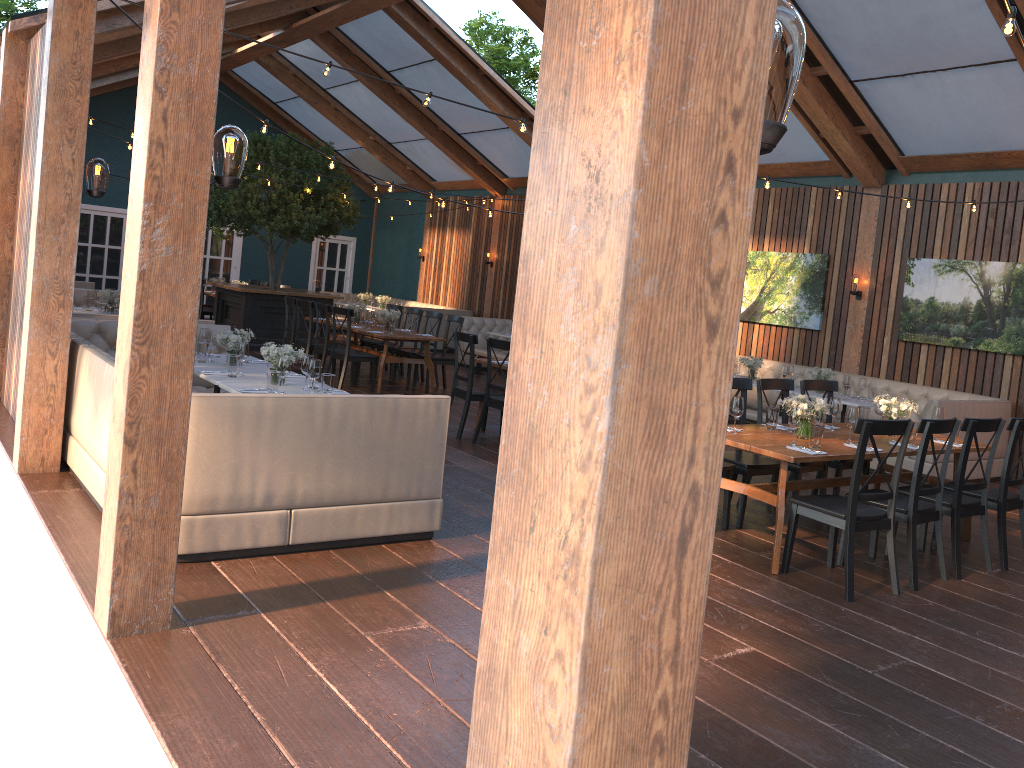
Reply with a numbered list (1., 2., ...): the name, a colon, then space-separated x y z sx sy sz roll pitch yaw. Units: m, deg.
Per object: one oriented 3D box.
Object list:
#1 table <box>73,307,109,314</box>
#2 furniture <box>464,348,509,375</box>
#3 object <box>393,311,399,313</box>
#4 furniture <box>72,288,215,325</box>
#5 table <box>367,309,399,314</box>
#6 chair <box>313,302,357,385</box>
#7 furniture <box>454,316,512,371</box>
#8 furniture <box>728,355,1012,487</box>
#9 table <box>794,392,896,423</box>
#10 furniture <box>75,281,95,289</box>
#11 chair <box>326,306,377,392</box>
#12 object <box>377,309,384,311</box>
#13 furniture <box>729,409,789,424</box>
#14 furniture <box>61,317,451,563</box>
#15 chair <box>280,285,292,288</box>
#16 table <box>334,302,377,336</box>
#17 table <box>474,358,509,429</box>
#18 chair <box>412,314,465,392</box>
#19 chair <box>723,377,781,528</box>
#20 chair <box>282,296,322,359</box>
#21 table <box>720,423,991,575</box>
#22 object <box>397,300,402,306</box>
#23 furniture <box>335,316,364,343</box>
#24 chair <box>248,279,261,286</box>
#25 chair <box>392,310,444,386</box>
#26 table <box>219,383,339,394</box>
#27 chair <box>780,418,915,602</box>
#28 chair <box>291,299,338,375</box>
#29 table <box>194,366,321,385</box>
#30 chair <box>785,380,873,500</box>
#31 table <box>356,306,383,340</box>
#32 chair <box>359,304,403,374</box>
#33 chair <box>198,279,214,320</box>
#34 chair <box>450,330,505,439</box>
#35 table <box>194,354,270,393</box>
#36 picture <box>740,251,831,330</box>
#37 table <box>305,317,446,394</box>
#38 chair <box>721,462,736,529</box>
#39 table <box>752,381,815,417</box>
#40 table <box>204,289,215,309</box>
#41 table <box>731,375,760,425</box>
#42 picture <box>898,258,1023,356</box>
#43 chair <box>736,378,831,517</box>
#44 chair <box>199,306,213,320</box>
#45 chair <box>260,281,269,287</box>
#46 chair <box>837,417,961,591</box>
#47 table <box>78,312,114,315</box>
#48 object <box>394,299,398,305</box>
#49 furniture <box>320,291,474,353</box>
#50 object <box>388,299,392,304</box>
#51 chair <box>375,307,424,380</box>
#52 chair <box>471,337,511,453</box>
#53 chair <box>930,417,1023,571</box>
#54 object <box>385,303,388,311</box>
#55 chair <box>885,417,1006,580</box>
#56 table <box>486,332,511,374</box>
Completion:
1. table: -5.076 -0.575 10.989 0.797 0.670 0.804 2 6 -37
2. furniture: -0.013 -0.223 13.683 0.312 0.397 2.344 3 7 -36
3. object: -2.332 -1.471 18.070 0.157 0.019 0.257 1 8 -36
4. furniture: -4.908 -0.546 10.098 1.706 0.855 4.185 2 8 -36
5. table: -2.502 -1.169 18.309 0.797 0.670 0.804 2 6 -37
6. chair: -2.336 -0.532 11.587 0.538 1.016 0.480 4 4 -33
7. furniture: 0.909 -0.433 14.323 1.706 0.855 4.185 2 8 -36
8. furniture: 3.534 0.276 10.669 1.706 0.855 4.185 2 8 -36
9. table: 3.640 0.489 9.760 0.797 0.670 0.804 2 6 -37
10. furniture: -8.420 -1.494 14.986 1.706 0.855 4.185 2 8 -36
11. chair: -2.012 -0.444 11.135 0.538 1.016 0.480 3 5 -41
12. object: -2.691 -1.521 18.172 0.254 0.019 0.158 1 8 -36
13. furniture: 2.610 0.485 10.032 0.312 0.397 2.344 3 7 -36
14. furniture: -2.277 0.164 6.436 1.706 0.855 4.185 2 8 -36
15. chair: -4.534 -1.380 16.798 0.480 1.016 0.539 9 5 37
16. table: -3.450 -1.425 19.628 0.797 0.670 0.804 2 6 -37
17. table: 0.643 0.289 8.539 0.949 0.727 2.447 2 7 -36
18. chair: -0.980 -0.424 11.886 0.538 1.016 0.480 4 4 -31
19. chair: 1.710 0.486 6.584 0.476 1.016 0.543 3 5 -36
20. chair: -2.977 -0.707 12.500 0.538 1.016 0.480 4 4 -31
21. table: 2.306 0.733 6.266 2.427 0.727 0.956 1 7 -36
22. object: -2.324 -1.603 18.230 0.092 0.243 0.092 7 3 12
23. furniture: -3.539 -1.175 18.590 0.312 0.397 2.344 3 7 -36
24. chair: -5.503 -1.646 18.181 0.538 1.016 0.480 3 5 -41
25. chair: -1.305 -0.512 12.338 0.538 1.016 0.480 3 5 -36
26. table: -1.505 0.389 6.019 0.797 0.670 0.804 2 6 -37
27. chair: 1.990 0.675 5.237 0.476 1.016 0.543 4 4 -31
28. chair: -2.682 -0.620 12.026 0.538 1.016 0.480 3 5 -41
29. table: -1.979 0.262 6.678 0.797 0.670 0.804 2 6 -36
30. chair: 2.615 0.504 7.242 0.476 1.016 0.543 3 5 -36
31. table: -2.976 -1.297 18.969 0.797 0.670 0.804 2 6 -36
32. chair: -1.955 -0.688 13.243 0.538 1.016 0.480 3 5 -36
33. chair: -5.526 -1.402 16.098 0.538 1.016 0.480 3 5 -36
34. chair: -0.343 0.004 8.827 0.538 1.016 0.480 4 4 -28
35. table: -2.452 0.134 7.337 0.797 0.670 0.804 2 6 -37
36. picture: 3.595 -1.323 12.197 0.065 0.994 1.661 4 6 -36
37. table: -1.976 -0.418 12.183 0.949 0.727 2.447 2 7 -36
38. chair: 1.258 0.477 6.255 0.476 1.016 0.543 3 5 -41
39. table: 3.167 0.361 10.420 0.797 0.670 0.804 2 6 -36
40. table: -5.532 -1.378 17.132 0.949 0.727 2.447 2 7 -36
41. table: 2.693 0.233 11.079 0.797 0.670 0.804 2 6 -37
42. picture: 5.193 -0.893 9.985 0.065 0.994 1.661 4 6 -36
43. chair: 2.163 0.495 6.913 0.476 1.016 0.543 3 5 -41
44. chair: -5.890 -1.490 16.522 0.538 1.016 0.480 3 5 -41
45. chair: -5.178 -1.558 17.729 0.538 1.016 0.480 4 4 -31
46. chair: 2.442 0.684 5.565 0.476 1.016 0.543 3 5 -41
47. table: -4.602 -0.447 10.329 0.797 0.670 0.804 2 6 -36
48. object: -2.417 -1.638 18.445 0.092 0.243 0.092 7 3 12
49. furniture: -2.597 -1.380 19.203 1.706 0.855 4.185 2 8 -36
50. object: -2.514 -1.616 18.171 0.092 0.243 0.092 7 3 12
51. chair: -1.630 -0.600 12.790 0.538 1.016 0.480 3 5 -41
52. chair: 0.010 0.094 8.386 0.538 1.016 0.480 3 5 -39
53. chair: 3.347 0.701 6.223 0.476 1.016 0.543 3 5 -41
54. object: -2.552 -1.564 18.068 0.092 0.157 0.091 9 5 40
55. chair: 2.895 0.692 5.895 0.476 1.016 0.543 3 5 -36
56. table: 0.070 -0.475 14.730 0.797 0.670 0.804 2 6 -37
